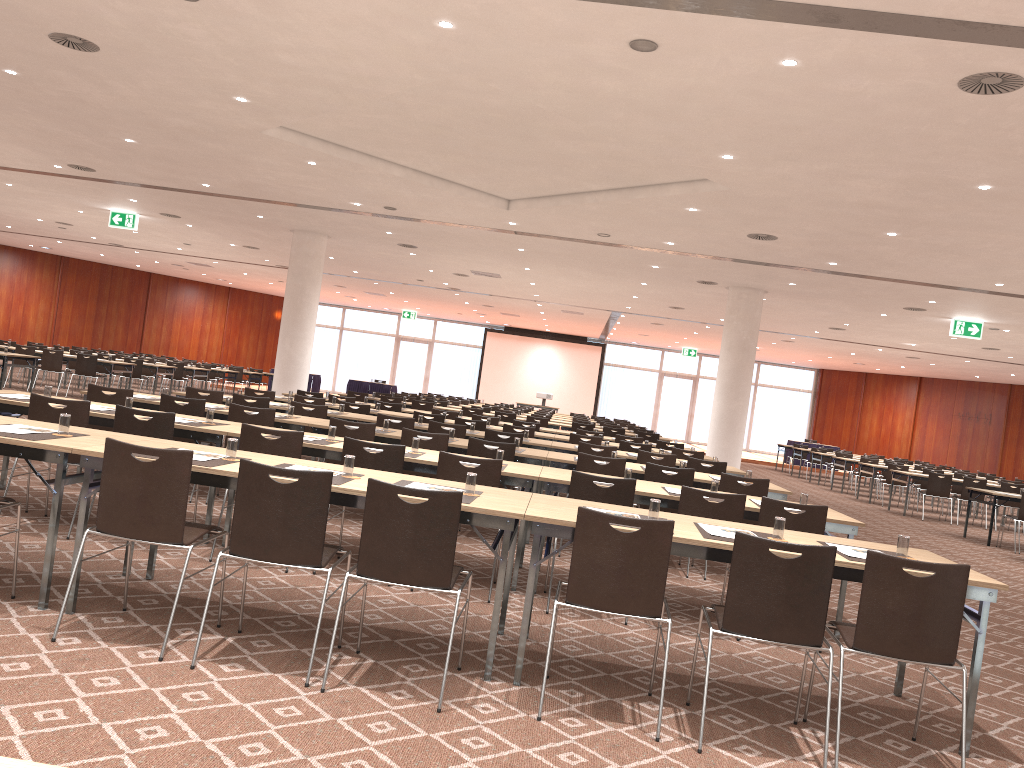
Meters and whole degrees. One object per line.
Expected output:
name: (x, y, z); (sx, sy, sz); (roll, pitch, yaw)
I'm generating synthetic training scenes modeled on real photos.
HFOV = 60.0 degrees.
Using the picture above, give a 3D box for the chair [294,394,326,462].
chair: (-2.826, 0.635, 12.340); (0.535, 0.939, 0.614); (8, 0, 2)

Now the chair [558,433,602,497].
chair: (0.952, 1.154, 12.132); (0.535, 0.939, 0.614); (8, 0, 5)

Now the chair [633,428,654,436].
chair: (2.821, 1.448, 19.448); (0.535, 0.939, 0.614); (8, 0, 6)

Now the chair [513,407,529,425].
chair: (0.179, 1.105, 23.666); (0.535, 0.939, 0.614); (8, 0, 2)

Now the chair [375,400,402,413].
chair: (-2.013, 0.757, 14.333); (0.535, 0.939, 0.614); (8, 0, 5)

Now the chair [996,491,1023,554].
chair: (7.881, 2.115, 13.563); (0.535, 0.939, 0.614); (8, 0, 4)

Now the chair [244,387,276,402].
chair: (-3.531, 0.539, 12.429); (0.535, 0.939, 0.614); (8, 0, 4)

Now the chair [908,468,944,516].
chair: (8.909, 2.284, 18.999); (0.535, 0.939, 0.614); (8, 0, 6)

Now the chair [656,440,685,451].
chair: (2.410, 1.364, 13.963); (0.535, 0.939, 0.614); (8, 0, 1)

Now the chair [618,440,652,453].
chair: (1.598, 1.243, 12.013); (0.535, 0.939, 0.614); (8, 0, 1)

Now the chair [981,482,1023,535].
chair: (9.439, 2.347, 16.960); (0.535, 0.939, 0.614); (8, 0, 3)

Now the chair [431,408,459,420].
chair: (-1.100, 0.882, 14.195); (0.535, 0.939, 0.614); (8, 0, 6)

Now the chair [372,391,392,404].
chair: (-2.931, 0.658, 19.863); (0.535, 0.939, 0.614); (8, 0, 4)

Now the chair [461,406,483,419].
chair: (-0.830, 0.937, 17.720); (0.535, 0.939, 0.614); (8, 0, 5)

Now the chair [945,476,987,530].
chair: (8.797, 2.259, 17.084); (0.535, 0.939, 0.614); (8, 0, 5)

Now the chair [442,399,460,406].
chair: (-1.547, 0.858, 21.741); (0.535, 0.939, 0.614); (8, 0, 1)

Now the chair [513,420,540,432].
chair: (0.174, 1.057, 14.188); (0.535, 0.939, 0.614); (8, 0, 1)

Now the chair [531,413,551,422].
chair: (0.579, 1.140, 19.673); (0.535, 0.939, 0.614); (8, 0, 2)

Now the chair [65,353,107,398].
chair: (-8.705, -0.145, 18.240); (0.535, 0.939, 0.614); (8, 0, 2)

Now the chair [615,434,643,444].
chair: (1.787, 1.279, 14.039); (0.535, 0.939, 0.614); (8, 0, 3)

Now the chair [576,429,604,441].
chair: (1.174, 1.194, 14.045); (0.535, 0.939, 0.614); (8, 0, 3)

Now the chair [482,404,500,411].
chair: (-0.558, 0.994, 21.711); (0.535, 0.939, 0.614); (8, 0, 5)

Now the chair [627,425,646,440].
chair: (2.951, 1.476, 21.479); (0.535, 0.939, 0.614); (8, 0, 3)

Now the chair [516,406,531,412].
chair: (0.299, 1.131, 25.663); (0.535, 0.939, 0.614); (8, 0, 7)

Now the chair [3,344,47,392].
chair: (-10.038, -0.328, 18.388); (0.535, 0.939, 0.614); (8, 0, 6)

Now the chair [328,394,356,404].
chair: (-2.760, 0.654, 14.305); (0.535, 0.939, 0.614); (8, 0, 2)

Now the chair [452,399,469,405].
chair: (-1.412, 0.886, 23.771); (0.535, 0.939, 0.614); (8, 0, 6)

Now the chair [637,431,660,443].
chair: (2.633, 1.413, 17.533); (0.535, 0.939, 0.614); (8, 0, 6)

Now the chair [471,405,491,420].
chair: (-0.733, 0.960, 19.683); (0.535, 0.939, 0.614); (8, 0, 4)

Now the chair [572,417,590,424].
chair: (1.637, 1.296, 21.608); (0.535, 0.939, 0.614); (8, 0, 5)

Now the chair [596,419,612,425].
chair: (2.393, 1.409, 23.520); (0.535, 0.939, 0.614); (8, 0, 1)

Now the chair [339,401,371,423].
chair: (-2.182, 0.724, 12.262); (0.535, 0.939, 0.614); (8, 0, 6)

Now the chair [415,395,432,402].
chair: (-2.199, 0.769, 21.819); (0.535, 0.939, 0.614); (8, 0, 7)

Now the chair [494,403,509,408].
chair: (-0.338, 1.044, 25.747); (0.535, 0.939, 0.614); (8, 0, 6)

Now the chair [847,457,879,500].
chair: (8.424, 2.228, 21.176); (0.535, 0.939, 0.614); (8, 0, 3)

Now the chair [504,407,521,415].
chair: (-0.035, 1.066, 21.718); (0.535, 0.939, 0.614); (8, 0, 4)

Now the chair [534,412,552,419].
chair: (0.698, 1.166, 21.593); (0.535, 0.939, 0.614); (8, 0, 3)

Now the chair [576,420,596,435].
chair: (1.560, 1.275, 19.531); (0.535, 0.939, 0.614); (8, 0, 2)

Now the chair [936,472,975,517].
chair: (9.576, 2.376, 19.036); (0.535, 0.939, 0.614); (8, 0, 3)

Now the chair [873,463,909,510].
chair: (8.248, 2.194, 19.184); (0.535, 0.939, 0.614); (8, 0, 5)

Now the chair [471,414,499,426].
chair: (-0.468, 0.969, 14.188); (0.535, 0.939, 0.614); (8, 0, 4)

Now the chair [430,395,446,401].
chair: (-2.024, 0.803, 23.854); (0.535, 0.939, 0.614); (8, 0, 4)

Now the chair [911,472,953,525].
chair: (8.121, 2.166, 17.047); (0.535, 0.939, 0.614); (8, 0, 6)

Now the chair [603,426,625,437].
chair: (1.946, 1.318, 17.502); (0.535, 0.939, 0.614); (8, 0, 2)

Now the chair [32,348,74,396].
chair: (-9.382, -0.238, 18.204); (0.535, 0.939, 0.614); (8, 0, 3)

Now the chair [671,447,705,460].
chair: (2.303, 1.340, 12.001); (0.535, 0.939, 0.614); (8, 0, 4)

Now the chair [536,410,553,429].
chair: (0.808, 1.192, 23.667); (0.535, 0.939, 0.614); (8, 0, 1)

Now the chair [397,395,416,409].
chair: (-2.374, 0.734, 19.791); (0.535, 0.939, 0.614); (8, 0, 6)

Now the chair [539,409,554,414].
chair: (0.939, 1.219, 25.586); (0.535, 0.939, 0.614); (8, 0, 6)

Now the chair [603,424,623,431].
chair: (2.163, 1.358, 19.526); (0.535, 0.939, 0.614); (8, 0, 3)

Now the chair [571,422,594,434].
chair: (1.341, 1.235, 17.576); (0.535, 0.939, 0.614); (8, 0, 2)

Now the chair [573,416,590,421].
chair: (1.786, 1.325, 23.525); (0.535, 0.939, 0.614); (8, 0, 4)

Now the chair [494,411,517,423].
chair: (-0.174, 1.027, 17.719); (0.535, 0.939, 0.614); (8, 0, 3)

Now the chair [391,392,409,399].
chair: (-2.808, 0.685, 21.902); (0.535, 0.939, 0.614); (8, 0, 1)

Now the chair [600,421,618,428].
chair: (2.289, 1.385, 21.488); (0.535, 0.939, 0.614); (8, 0, 6)

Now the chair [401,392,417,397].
chair: (-2.789, 0.697, 23.828); (0.535, 0.939, 0.614); (8, 0, 5)

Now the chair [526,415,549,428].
chair: (0.458, 1.113, 17.600); (0.535, 0.939, 0.614); (8, 0, 5)

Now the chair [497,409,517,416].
chair: (-0.162, 1.038, 19.680); (0.535, 0.939, 0.614); (8, 0, 3)

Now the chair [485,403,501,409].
chair: (-0.549, 1.005, 23.680); (0.535, 0.939, 0.614); (8, 0, 5)

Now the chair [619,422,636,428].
chair: (2.988, 1.491, 23.446); (0.535, 0.939, 0.614); (8, 0, 5)
